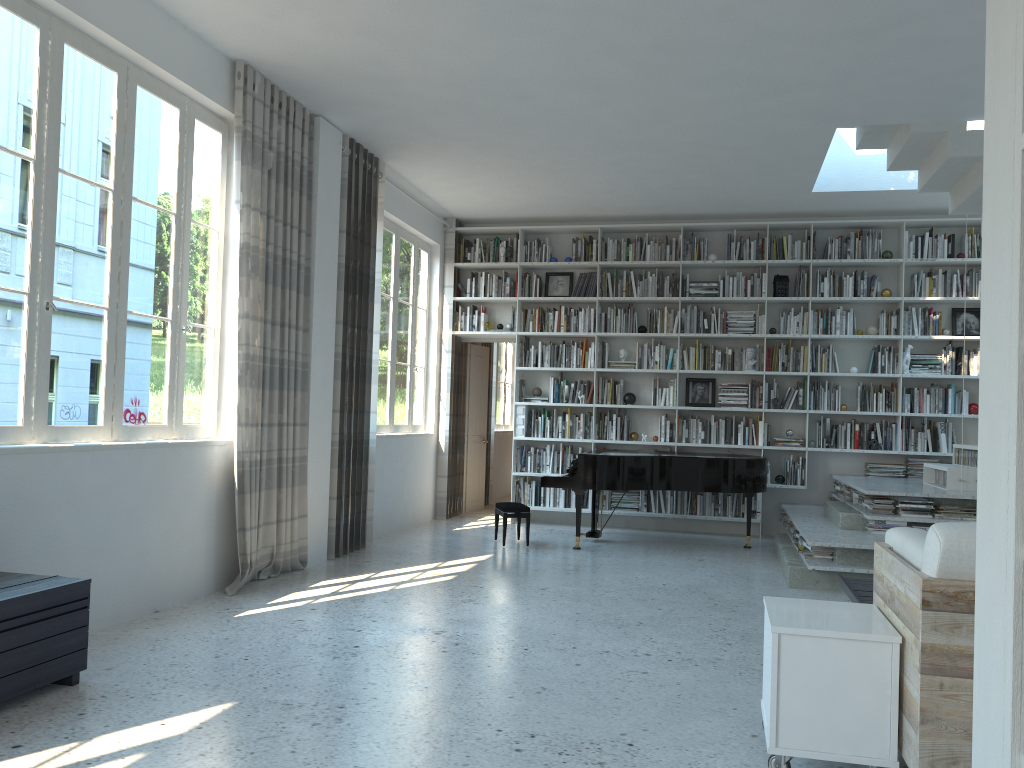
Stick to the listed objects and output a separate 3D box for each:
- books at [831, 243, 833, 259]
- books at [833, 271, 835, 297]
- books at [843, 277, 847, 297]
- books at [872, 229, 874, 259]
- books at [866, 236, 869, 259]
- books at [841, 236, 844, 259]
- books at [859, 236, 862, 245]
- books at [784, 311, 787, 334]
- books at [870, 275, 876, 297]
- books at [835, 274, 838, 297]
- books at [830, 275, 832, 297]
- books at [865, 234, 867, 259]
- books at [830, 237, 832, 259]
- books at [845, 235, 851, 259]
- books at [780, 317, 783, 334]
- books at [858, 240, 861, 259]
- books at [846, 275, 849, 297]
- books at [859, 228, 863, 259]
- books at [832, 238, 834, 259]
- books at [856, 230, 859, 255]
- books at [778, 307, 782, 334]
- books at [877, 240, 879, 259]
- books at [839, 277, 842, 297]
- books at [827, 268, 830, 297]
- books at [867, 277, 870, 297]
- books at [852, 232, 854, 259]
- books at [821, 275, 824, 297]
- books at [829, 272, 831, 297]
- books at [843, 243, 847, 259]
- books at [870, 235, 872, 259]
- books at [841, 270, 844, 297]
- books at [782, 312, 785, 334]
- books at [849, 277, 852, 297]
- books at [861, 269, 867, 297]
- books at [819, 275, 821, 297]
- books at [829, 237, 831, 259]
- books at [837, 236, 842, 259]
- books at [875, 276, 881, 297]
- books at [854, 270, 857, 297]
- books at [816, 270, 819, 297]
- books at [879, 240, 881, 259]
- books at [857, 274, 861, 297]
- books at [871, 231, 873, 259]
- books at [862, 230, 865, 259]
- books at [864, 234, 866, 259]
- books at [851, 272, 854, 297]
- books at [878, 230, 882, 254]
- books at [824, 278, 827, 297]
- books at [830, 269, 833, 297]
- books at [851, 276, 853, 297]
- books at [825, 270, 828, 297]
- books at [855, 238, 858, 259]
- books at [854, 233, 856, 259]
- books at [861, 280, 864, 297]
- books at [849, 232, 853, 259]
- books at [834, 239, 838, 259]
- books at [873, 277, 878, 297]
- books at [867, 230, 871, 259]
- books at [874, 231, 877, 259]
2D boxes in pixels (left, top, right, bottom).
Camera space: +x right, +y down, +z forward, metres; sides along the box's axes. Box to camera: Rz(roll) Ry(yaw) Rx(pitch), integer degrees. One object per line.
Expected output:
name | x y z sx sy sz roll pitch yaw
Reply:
books | 3.173 -1.292 8.815 0.009 0.183 0.160 2 -2 13
books | 3.194 -0.970 8.814 0.012 0.276 0.133 2 -2 13
books | 3.289 -0.938 8.784 0.025 0.216 0.144 2 -2 13
books | 3.554 -1.351 8.748 0.008 0.321 0.133 2 -2 13
books | 3.495 -1.319 8.740 0.024 0.252 0.149 2 -2 13
books | 3.268 -1.326 8.797 0.021 0.256 0.169 2 -2 13
books | 3.431 -1.320 8.750 0.008 0.251 0.170 2 -2 13
books | 2.739 -0.600 8.899 0.028 0.250 0.164 2 -2 13
books | 3.531 -0.943 8.704 0.054 0.235 0.171 1 -2 13
books | 3.207 -0.953 8.786 0.027 0.241 0.160 2 -2 13
books | 3.160 -0.951 8.808 0.012 0.235 0.165 2 -2 13
books | 3.479 -1.330 8.745 0.008 0.275 0.163 2 -2 13
books | 3.166 -1.327 8.828 0.012 0.255 0.133 2 -2 13
books | 3.317 -1.327 8.761 0.028 0.258 0.185 2 -2 13
books | 2.699 -0.570 8.891 0.028 0.185 0.181 2 -2 13
books | 3.414 -1.296 8.737 0.018 0.201 0.188 2 -2 13
books | 3.310 -0.948 8.767 0.023 0.236 0.149 2 -2 13
books | 3.439 -1.359 8.748 0.007 0.329 0.183 2 -2 13
books | 3.181 -1.315 8.801 0.013 0.229 0.174 2 -2 13
books | 3.407 -1.351 8.757 0.006 0.312 0.179 2 -2 13
books | 2.693 -0.619 8.916 0.018 0.285 0.159 2 -2 13
books | 3.586 -1.298 8.717 0.018 0.214 0.157 2 -2 13
books | 3.252 -0.942 8.798 0.028 0.223 0.142 2 -2 13
books | 3.137 -0.987 8.807 0.014 0.306 0.152 2 -2 13
books | 3.492 -0.932 8.725 0.030 0.213 0.157 2 -2 13
books | 3.371 -1.342 8.785 0.017 0.295 0.139 2 -2 13
books | 3.082 -0.957 8.826 0.026 0.243 0.148 2 -2 13
books | 3.148 -0.968 8.803 0.010 0.268 0.166 2 -2 13
books | 3.296 -1.292 8.807 0.031 0.190 0.132 2 -2 13
books | 3.520 -1.321 8.732 0.014 0.258 0.149 2 -2 13
books | 3.272 -0.972 8.791 0.013 0.284 0.154 2 -2 13
books | 2.723 -0.597 8.908 0.024 0.242 0.159 2 -2 13
books | 3.327 -0.935 8.747 0.021 0.209 0.181 2 -2 13
books | 3.461 -0.969 8.718 0.029 0.285 0.183 2 -2 13
books | 3.065 -0.955 8.836 0.012 0.239 0.138 2 -2 13
books | 3.152 -1.323 8.822 0.011 0.244 0.172 2 -2 13
books | 3.242 -1.326 8.800 0.030 0.255 0.161 2 -2 13
books | 3.595 -0.937 8.716 0.026 0.229 0.140 2 -2 13
books | 3.392 -0.970 8.763 0.012 0.285 0.159 2 -2 13
books | 3.041 -0.979 8.828 0.012 0.285 0.159 2 -2 13
books | 3.599 -1.295 8.704 0.014 0.208 0.188 2 -2 13
books | 3.407 -0.947 8.739 0.030 0.238 0.186 2 -2 13
books | 3.536 -1.341 8.734 0.019 0.299 0.137 2 -2 13
books | 3.445 -1.344 8.729 0.015 0.299 0.183 2 -2 13
books | 3.471 -1.333 8.751 0.012 0.280 0.144 2 -2 13
books | 3.358 -0.961 8.757 0.012 0.264 0.156 2 -2 13
books | 3.611 -1.343 8.704 0.006 0.306 0.163 2 -2 13
books | 3.103 -0.939 8.802 0.026 0.207 0.181 2 -2 13
books | 3.177 -0.980 8.812 0.021 0.296 0.138 2 -2 13
books | 3.346 -0.940 8.757 0.011 0.222 0.159 2 -2 13
books | 3.126 -0.976 8.815 0.011 0.283 0.173 2 -2 13
books | 3.393 -1.311 8.754 0.018 0.231 0.160 2 -2 13
books | 3.386 -1.337 8.776 0.007 0.285 0.159 2 -2 13
books | 3.435 -0.918 8.736 0.027 0.181 0.176 2 -2 13
books | 3.348 -1.342 8.778 0.024 0.292 0.167 2 -2 13
books | 3.214 -1.312 8.807 0.028 0.226 0.163 2 -2 13
books | 3.555 -0.933 8.707 0.048 0.216 0.182 1 -2 13
books | 3.509 -1.346 8.729 0.008 0.307 0.182 2 -2 13
books | 3.563 -1.340 8.716 0.013 0.297 0.188 2 -2 13
